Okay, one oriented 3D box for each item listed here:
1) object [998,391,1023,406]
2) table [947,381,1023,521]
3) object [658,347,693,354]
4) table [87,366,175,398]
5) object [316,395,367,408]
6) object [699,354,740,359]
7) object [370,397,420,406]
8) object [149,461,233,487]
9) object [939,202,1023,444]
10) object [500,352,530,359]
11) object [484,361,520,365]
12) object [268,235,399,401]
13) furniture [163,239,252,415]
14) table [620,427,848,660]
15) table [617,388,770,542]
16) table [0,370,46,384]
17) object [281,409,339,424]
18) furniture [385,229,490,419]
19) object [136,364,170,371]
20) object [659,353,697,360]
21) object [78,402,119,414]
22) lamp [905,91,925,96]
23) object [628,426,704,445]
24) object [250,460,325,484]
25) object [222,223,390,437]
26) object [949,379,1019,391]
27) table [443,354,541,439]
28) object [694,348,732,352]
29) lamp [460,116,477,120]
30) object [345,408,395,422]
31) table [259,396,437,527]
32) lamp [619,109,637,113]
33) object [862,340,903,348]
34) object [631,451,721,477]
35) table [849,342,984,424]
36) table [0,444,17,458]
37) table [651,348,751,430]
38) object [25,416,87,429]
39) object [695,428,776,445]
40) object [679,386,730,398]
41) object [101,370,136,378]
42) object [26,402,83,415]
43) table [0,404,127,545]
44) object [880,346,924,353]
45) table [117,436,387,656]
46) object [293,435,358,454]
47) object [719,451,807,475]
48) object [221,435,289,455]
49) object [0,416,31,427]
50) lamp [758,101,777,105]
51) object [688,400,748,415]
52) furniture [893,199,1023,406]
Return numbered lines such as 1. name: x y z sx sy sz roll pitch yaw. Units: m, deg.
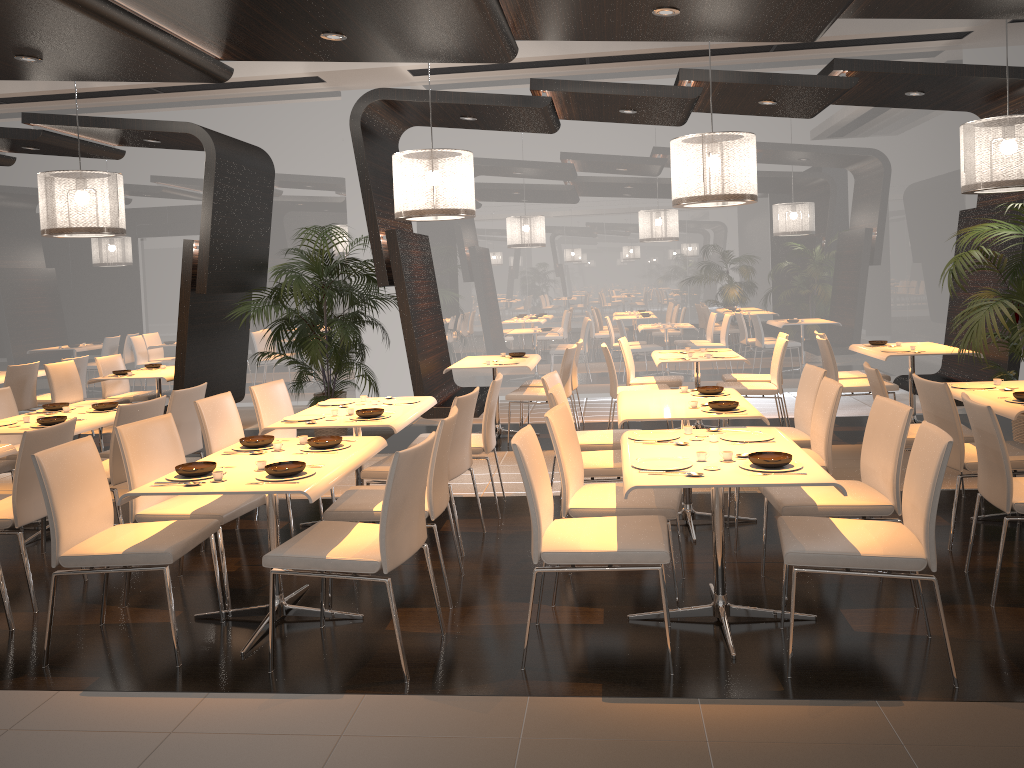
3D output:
1. object: 2.814 0.075 4.723 0.303 0.044 0.367 -2 7 5
2. table: 3.024 0.414 5.031 0.800 0.723 1.154 -2 6 7
3. object: 1.577 -0.320 8.473 0.335 0.038 0.379 -2 7 0
4. table: -3.498 0.234 8.786 0.800 0.723 1.154 -2 6 7
5. object: -1.113 0.114 5.783 0.335 0.038 0.379 -2 7 0
6. object: 1.850 -0.263 7.903 0.335 0.038 0.379 -3 7 -4
7. object: -0.767 0.098 5.795 0.335 0.038 0.379 -3 7 -4
8. object: -1.307 0.367 3.706 0.303 0.044 0.367 -2 7 5
9. object: 3.954 -0.468 6.486 1.504 2.053 1.569 -1 4 20
10. object: 0.025 -0.284 8.684 0.303 0.044 0.367 -2 7 5
11. object: -0.099 -0.208 8.122 0.335 0.038 0.379 -3 7 -4
12. object: -1.905 -0.592 9.546 1.509 2.053 1.564 -5 5 -32
13. furniture: -3.117 -0.545 8.698 0.757 1.669 1.409 -2 4 7
14. table: 0.884 0.652 3.783 0.800 0.723 1.154 -2 6 7
15. table: 1.166 0.464 5.255 1.052 0.723 1.154 -2 6 7
16. table: -5.386 0.286 9.006 0.800 0.723 1.154 -2 6 7
17. object: -1.180 0.190 5.173 0.335 0.038 0.379 -2 7 0
18. furniture: -0.626 -0.615 8.417 0.757 1.669 1.409 -2 4 7
19. object: -3.665 -0.178 9.079 0.303 0.044 0.367 -2 7 0
20. object: 1.481 -0.244 7.873 0.335 0.038 0.379 -2 7 0
21. object: -2.776 0.153 6.005 0.303 0.044 0.367 -2 7 5
22. lamp: 3.583 -2.597 7.865 0.161 0.055 0.162 -2 6 1
23. object: 0.715 0.237 4.119 0.335 0.038 0.379 -2 7 0
24. object: -0.964 0.355 3.689 0.303 0.044 0.367 -2 7 5
25. object: -1.806 -0.464 8.446 1.561 2.053 1.512 -2 4 0
26. object: 2.850 0.005 5.324 0.335 0.038 0.379 -2 7 0
27. table: -0.149 0.139 8.427 0.800 0.723 1.154 -2 6 7
28. object: 1.932 -0.339 8.513 0.335 0.038 0.379 -3 7 -4
29. lamp: -0.411 -2.513 8.314 0.160 0.054 0.161 -1 7 12
30. object: -0.854 0.172 5.180 0.303 0.044 0.367 -2 7 5
31. table: -0.949 0.524 5.490 0.800 0.723 1.154 -2 6 7
32. lamp: 1.069 -2.527 8.149 0.161 0.055 0.162 -2 6 1
33. object: 3.471 -0.379 8.287 0.303 0.044 0.367 -2 7 5
34. object: 0.648 0.313 3.509 0.335 0.038 0.379 -2 7 0
35. table: 3.614 0.036 7.984 0.800 0.723 1.154 -2 6 7
36. table: -3.103 0.763 4.237 0.800 0.723 1.154 -2 6 7
37. table: 1.726 0.088 8.204 0.800 0.723 1.154 -2 6 7
38. object: -2.830 0.226 5.416 0.303 0.044 0.367 -2 7 5
39. object: 1.028 0.227 4.102 0.335 0.038 0.379 -3 7 -4
40. object: 1.212 0.042 5.554 0.303 0.044 0.367 -2 7 5
41. object: -3.727 -0.104 8.475 0.303 0.044 0.367 -2 7 5
42. object: -3.101 0.163 6.036 0.303 0.044 0.367 -2 7 5
43. table: -2.944 0.577 5.733 0.800 0.723 1.154 -2 6 7
44. object: 3.397 -0.299 7.674 0.335 0.038 0.379 -2 7 0
45. table: -1.077 0.707 4.004 0.800 0.723 1.154 -2 6 7
46. object: -0.926 0.283 4.281 0.303 0.044 0.367 -2 7 5
47. object: 0.983 0.299 3.487 0.303 0.044 0.367 -2 7 5
48. object: -1.227 0.291 4.320 0.303 0.044 0.367 -2 7 5
49. object: -3.160 0.240 5.434 0.335 0.038 0.379 -2 7 0
50. lamp: 2.316 -2.562 8.008 0.161 0.055 0.162 -2 6 1
51. object: 1.141 0.122 4.910 0.303 0.044 0.367 -2 7 5
52. furniture: 3.995 -0.744 7.896 0.757 1.669 1.409 -2 4 7
